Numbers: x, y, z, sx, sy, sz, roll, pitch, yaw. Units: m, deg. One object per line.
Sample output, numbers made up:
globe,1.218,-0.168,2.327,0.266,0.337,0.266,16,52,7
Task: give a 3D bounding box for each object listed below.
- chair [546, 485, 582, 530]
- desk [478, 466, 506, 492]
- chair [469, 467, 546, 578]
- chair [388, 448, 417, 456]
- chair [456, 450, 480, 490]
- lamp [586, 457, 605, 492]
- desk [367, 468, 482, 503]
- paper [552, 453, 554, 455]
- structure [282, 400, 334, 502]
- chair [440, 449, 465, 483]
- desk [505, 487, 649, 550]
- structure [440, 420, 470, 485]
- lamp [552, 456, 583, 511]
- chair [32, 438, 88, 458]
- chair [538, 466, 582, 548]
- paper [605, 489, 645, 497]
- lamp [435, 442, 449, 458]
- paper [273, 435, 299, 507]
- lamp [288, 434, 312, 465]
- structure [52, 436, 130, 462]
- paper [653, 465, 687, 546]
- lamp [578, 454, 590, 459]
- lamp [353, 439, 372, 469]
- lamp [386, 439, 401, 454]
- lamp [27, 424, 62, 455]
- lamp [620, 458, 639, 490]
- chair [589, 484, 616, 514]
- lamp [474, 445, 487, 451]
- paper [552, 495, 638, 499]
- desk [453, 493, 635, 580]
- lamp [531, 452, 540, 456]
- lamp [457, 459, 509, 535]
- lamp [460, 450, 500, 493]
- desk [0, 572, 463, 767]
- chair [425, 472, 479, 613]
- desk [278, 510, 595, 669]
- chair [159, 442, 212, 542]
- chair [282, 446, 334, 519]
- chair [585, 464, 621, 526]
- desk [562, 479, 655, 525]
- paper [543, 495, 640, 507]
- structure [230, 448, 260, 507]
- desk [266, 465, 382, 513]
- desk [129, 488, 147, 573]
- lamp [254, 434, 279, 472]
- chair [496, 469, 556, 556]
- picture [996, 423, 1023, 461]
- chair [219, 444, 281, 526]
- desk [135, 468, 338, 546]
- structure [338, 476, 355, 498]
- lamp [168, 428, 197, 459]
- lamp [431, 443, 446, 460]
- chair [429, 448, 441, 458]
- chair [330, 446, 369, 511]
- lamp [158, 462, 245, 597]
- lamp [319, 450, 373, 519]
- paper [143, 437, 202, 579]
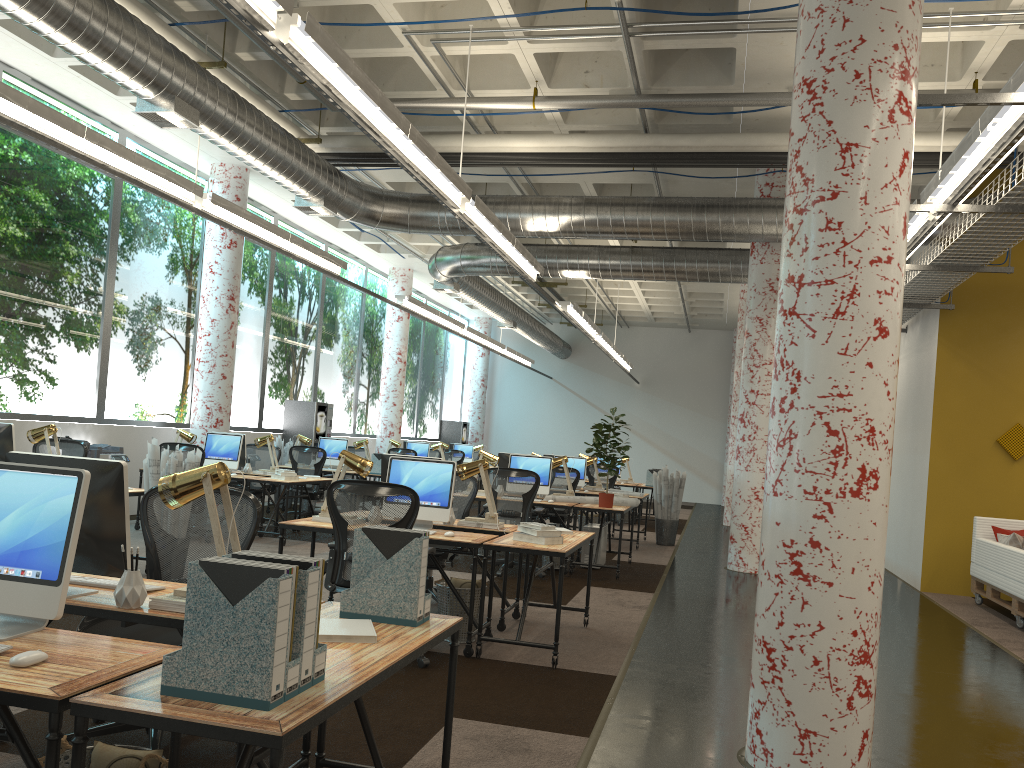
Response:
chair,0.847,1.802,14.041,0.770,1.085,0.793,4,-2,-3
desk,-0.995,2.284,20.957,1.939,0.723,1.404,3,-3,13
chair,-0.018,1.404,9.164,0.770,1.085,0.793,4,-2,-3
chair,-2.086,1.769,16.944,0.770,1.085,0.793,4,-2,-3
chair,-1.127,2.158,21.918,0.770,1.085,0.793,4,-2,-3
lamp,1.281,1.403,13.344,0.527,0.610,0.209,3,-1,33
desk,-1.725,2.028,17.793,1.939,0.723,1.404,3,-3,13
paper,0.838,1.970,17.625,0.441,1.197,0.412,4,-1,-9
structure,-3.755,1.233,16.203,0.637,1.809,0.751,4,-1,13
chair,-1.355,2.025,20.108,0.770,1.085,0.793,4,-2,-3
desk,0.980,1.928,13.080,1.939,0.723,1.404,3,-3,13
structure,-1.657,1.971,25.296,0.637,1.809,0.751,4,-1,13
lamp,0.643,1.138,10.278,0.527,0.610,0.209,3,-1,33
chair,-4.308,1.041,8.142,0.770,1.085,0.793,4,-2,-3
chair,0.619,1.669,12.231,0.770,1.085,0.793,4,-2,-3
paper,1.638,1.573,12.813,0.567,0.061,0.627,4,-4,11
lamp,-1.734,1.656,20.809,0.527,0.610,0.219,3,-1,33
paper,-3.754,1.435,14.601,0.441,1.197,0.412,4,-1,-9
lamp,-3.358,1.085,13.767,0.527,0.610,0.209,3,-1,33
structure,-5.060,1.160,10.666,0.503,1.056,1.060,4,-2,13
paper,2.310,1.798,13.206,0.441,1.197,0.412,4,-1,-9
lamp,1.232,1.619,16.786,0.527,0.610,0.219,3,-1,33
lamp,-2.318,1.188,14.179,0.527,0.610,0.219,3,-1,33
lamp,-2.464,1.399,17.645,0.527,0.610,0.219,3,-1,33
lamp,-3.874,0.642,7.446,0.527,0.610,0.209,3,-1,33
lamp,2.274,1.724,17.203,0.527,0.610,0.219,3,-1,33
chair,1.838,2.122,17.895,0.770,1.085,0.793,4,-2,-3
lamp,-0.692,1.760,21.226,0.527,0.610,0.219,3,-1,33
paper,0.910,1.293,9.903,1.136,0.082,0.083,6,-3,-22
desk,0.343,1.663,10.013,1.939,0.724,1.404,3,-3,13
lamp,0.244,1.300,12.936,0.527,0.610,0.209,3,-1,33
lamp,-0.181,0.862,6.583,0.527,0.610,0.219,3,-1,33
lamp,-0.397,1.034,9.865,0.527,0.610,0.219,3,-1,33
desk,-1.300,1.099,2.766,1.939,0.723,1.404,3,-3,13
chair,-0.617,1.260,7.275,0.770,1.085,0.793,4,-2,-3
desk,-0.484,1.386,6.314,1.939,0.723,1.404,3,-3,13
chair,-3.685,1.207,10.018,0.770,1.085,0.793,4,-2,-3
chair,-2.982,1.454,13.062,0.770,1.085,0.793,4,-2,-3
chair,1.610,1.989,16.085,0.770,1.085,0.793,4,-2,-3
desk,1.971,2.248,16.934,1.939,0.723,1.404,3,-3,13
paper,0.872,1.280,9.741,1.135,0.082,0.083,5,-2,-12
structure,-4.334,1.415,13.821,0.503,1.056,1.060,4,-2,13
desk,-2.621,1.713,13.910,1.939,0.723,1.404,3,-3,13
desk,-4.175,1.167,7.181,1.939,0.723,1.404,3,-3,13
lamp,-3.024,0.941,11.132,0.527,0.610,0.209,3,-1,33
chair,0.210,1.537,10.974,0.770,1.085,0.793,4,-2,-3
picture,5.686,0.650,9.972,0.424,0.424,0.047,4,-1,13
chair,-3.457,1.340,11.829,0.770,1.085,0.793,4,-2,-3
desk,-3.324,1.466,10.867,1.939,0.723,1.404,3,-3,13
structure,-3.438,1.730,17.703,0.503,1.056,1.060,4,-2,13
lamp,-4.063,0.837,10.719,0.527,0.610,0.219,3,-1,33
lamp,-1.422,1.503,18.062,0.527,0.610,0.219,3,-1,33
chair,-1.858,1.901,18.754,0.770,1.085,0.793,4,-2,-3
chair,-2.754,1.587,14.872,0.770,1.085,0.793,4,-2,-3
lamp,-0.997,0.575,3.035,0.527,0.610,0.219,3,-1,33
lamp,-1.224,0.758,6.166,0.527,0.610,0.219,3,-1,33
paper,-2.845,1.037,7.307,0.441,1.197,0.412,4,-1,-9
